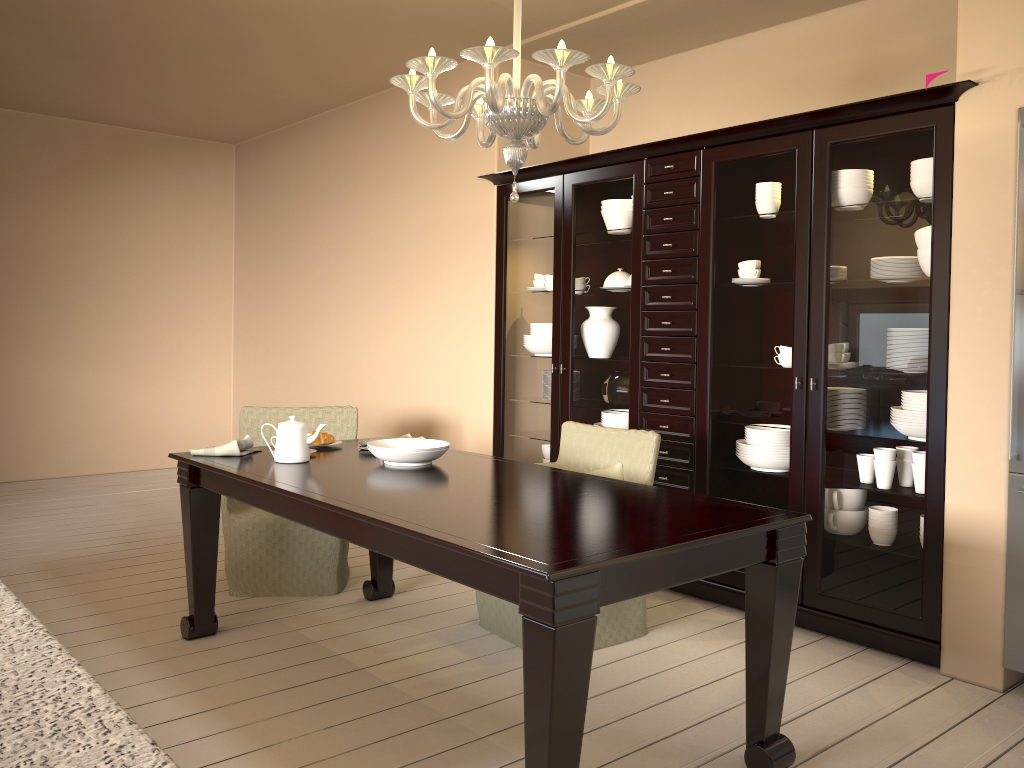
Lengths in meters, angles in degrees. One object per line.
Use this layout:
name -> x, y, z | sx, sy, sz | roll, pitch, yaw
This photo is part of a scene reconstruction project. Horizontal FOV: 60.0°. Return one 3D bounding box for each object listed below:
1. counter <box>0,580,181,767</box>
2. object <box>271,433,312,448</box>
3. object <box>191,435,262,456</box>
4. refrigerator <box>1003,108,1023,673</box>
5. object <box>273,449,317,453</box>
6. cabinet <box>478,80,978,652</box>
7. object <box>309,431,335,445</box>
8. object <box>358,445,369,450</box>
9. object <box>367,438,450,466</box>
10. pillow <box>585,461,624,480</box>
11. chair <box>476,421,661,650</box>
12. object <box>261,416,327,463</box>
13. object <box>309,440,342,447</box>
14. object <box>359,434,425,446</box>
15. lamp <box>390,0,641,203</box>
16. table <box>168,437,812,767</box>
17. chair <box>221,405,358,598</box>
counter -> -0.929, 0.235, 0.942 | 0.652, 0.068, 4.243 | -2, 4, -41
object -> -0.782, 0.216, 3.177 | 0.116, 0.069, 0.125 | 3, 4, 43
object -> -1.031, 0.217, 3.187 | 0.197, 0.063, 0.205 | 2, 3, 12
refrigerator -> 2.141, 0.041, 2.529 | 0.741, 1.733, 1.104 | 0, 2, -41
object -> -0.780, 0.247, 3.181 | 0.154, 0.012, 0.154 | 2, 3, 10
cabinet -> 0.946, -0.113, 4.018 | 0.888, 1.838, 2.491 | 0, 3, -41
object -> -0.756, 0.208, 3.429 | 0.138, 0.051, 0.062 | 0, 3, -22
object -> -0.449, 0.239, 3.379 | 0.232, 0.026, 0.165 | 2, 3, 14
object -> -0.354, 0.236, 3.028 | 0.282, 0.066, 0.282 | 4, 4, 44
pillow -> 0.277, 0.432, 3.351 | 0.192, 0.294, 0.440 | -1, 3, -41
chair -> 0.182, 0.564, 3.303 | 0.561, 0.800, 0.564 | 0, 2, -35
object -> -0.743, 0.185, 3.020 | 0.198, 0.156, 0.118 | -1, 3, -35
object -> -0.753, 0.232, 3.419 | 0.194, 0.014, 0.194 | 3, 4, 25
object -> -0.436, 0.227, 3.345 | 0.233, 0.051, 0.165 | -2, 4, -41
lamp -> 0.016, -1.069, 2.462 | 0.675, 1.127, 0.702 | 0, 2, -22
table -> -0.237, 0.616, 2.714 | 0.918, 0.653, 1.993 | -1, 4, -41
chair -> -0.966, 0.512, 3.873 | 0.563, 0.800, 0.562 | 1, 2, -5
